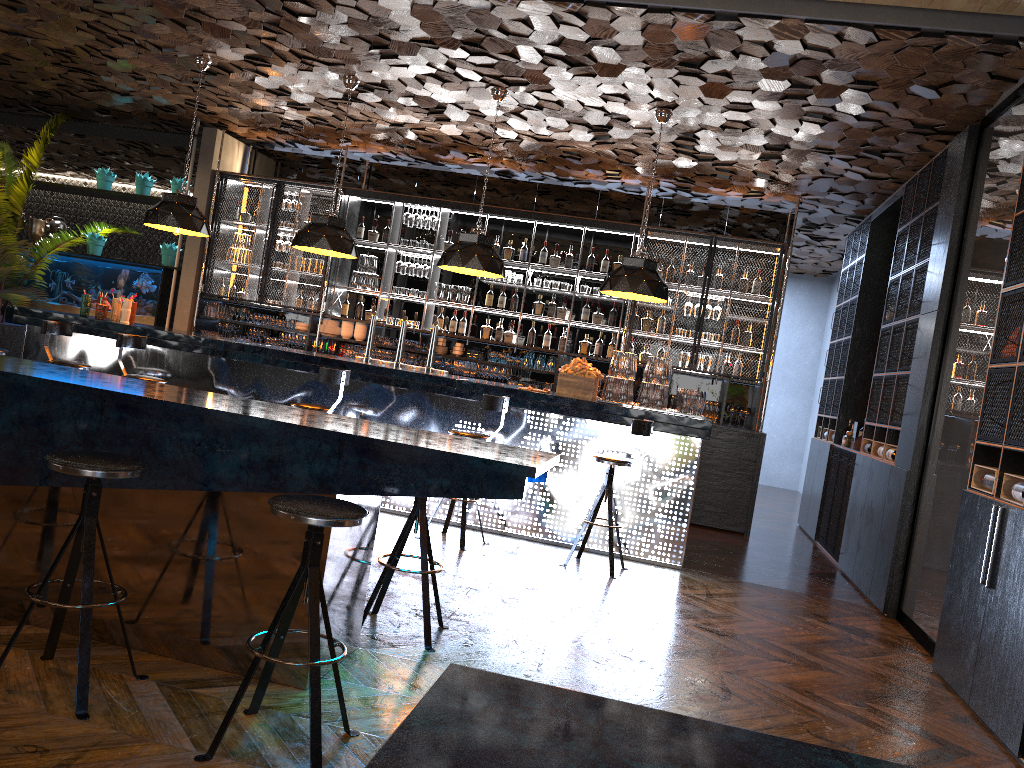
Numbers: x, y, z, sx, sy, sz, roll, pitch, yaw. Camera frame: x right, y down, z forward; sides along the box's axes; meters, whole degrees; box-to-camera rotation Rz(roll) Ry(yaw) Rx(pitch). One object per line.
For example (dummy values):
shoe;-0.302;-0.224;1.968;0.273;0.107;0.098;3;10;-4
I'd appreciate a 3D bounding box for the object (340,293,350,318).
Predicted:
object;-1.989;-0.934;10.608;0.086;0.299;0.086;8;1;-31

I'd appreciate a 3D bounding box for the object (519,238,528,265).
object;0.141;-1.530;10.232;0.086;0.298;0.086;8;1;-31

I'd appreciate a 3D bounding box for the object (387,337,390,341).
object;-1.500;-0.513;10.580;0.089;0.100;0.100;9;1;4

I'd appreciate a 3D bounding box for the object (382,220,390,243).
object;-1.483;-1.799;10.519;0.086;0.299;0.086;8;1;-31

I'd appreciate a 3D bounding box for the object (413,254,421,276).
object;-1.106;-1.393;10.352;0.092;0.244;0.092;8;1;-29

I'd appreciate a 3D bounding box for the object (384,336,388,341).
object;-1.522;-0.515;10.482;0.100;0.100;0.089;8;2;-38

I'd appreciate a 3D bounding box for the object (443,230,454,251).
object;-0.733;-1.657;10.380;0.123;0.279;0.123;9;1;-1

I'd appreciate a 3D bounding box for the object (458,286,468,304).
object;-0.570;-1.025;10.284;0.105;0.209;0.105;8;2;-35

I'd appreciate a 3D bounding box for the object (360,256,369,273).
object;-1.770;-1.437;10.669;0.105;0.209;0.105;8;2;-35

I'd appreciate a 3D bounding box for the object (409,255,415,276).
object;-1.173;-1.408;10.531;0.092;0.244;0.092;8;1;-29

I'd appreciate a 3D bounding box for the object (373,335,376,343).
object;-1.634;-0.529;10.322;0.100;0.100;0.089;9;1;15

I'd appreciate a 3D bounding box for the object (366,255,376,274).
object;-1.670;-1.418;10.546;0.105;0.209;0.105;8;2;-35

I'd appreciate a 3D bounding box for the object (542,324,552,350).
object;0.410;-0.540;10.170;0.086;0.298;0.086;8;1;-31

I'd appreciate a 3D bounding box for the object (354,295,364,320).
object;-1.808;-0.905;10.543;0.086;0.297;0.086;10;2;44

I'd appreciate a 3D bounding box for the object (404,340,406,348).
object;-1.268;-0.473;10.422;0.093;0.099;0.093;9;1;-2

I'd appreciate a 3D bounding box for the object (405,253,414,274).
object;-1.202;-1.409;10.369;0.092;0.244;0.092;8;1;-29

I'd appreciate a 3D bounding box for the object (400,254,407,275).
object;-1.280;-1.425;10.551;0.092;0.244;0.092;8;1;-29

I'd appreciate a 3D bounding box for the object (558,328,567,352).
object;0.585;-0.503;10.131;0.083;0.282;0.083;9;1;-5

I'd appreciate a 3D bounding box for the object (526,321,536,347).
object;0.229;-0.569;10.170;0.086;0.297;0.086;10;2;44

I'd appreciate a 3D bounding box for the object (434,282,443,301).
object;-0.861;-1.073;10.334;0.105;0.209;0.105;8;2;-35

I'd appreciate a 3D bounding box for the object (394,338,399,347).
object;-1.362;-0.490;10.494;0.109;0.100;0.109;9;1;-7

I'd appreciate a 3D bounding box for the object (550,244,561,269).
object;0.499;-1.461;10.139;0.123;0.279;0.123;9;1;-1

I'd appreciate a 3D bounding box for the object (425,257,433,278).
object;-0.976;-1.375;10.495;0.092;0.244;0.092;8;1;-29

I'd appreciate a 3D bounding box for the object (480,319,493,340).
object;-0.292;-0.629;10.290;0.151;0.248;0.094;9;1;-1

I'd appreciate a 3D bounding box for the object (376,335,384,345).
object;-1.544;-0.515;10.362;0.100;0.100;0.089;8;2;-43

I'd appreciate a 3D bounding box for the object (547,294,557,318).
object;0.463;-0.891;10.156;0.083;0.282;0.083;9;1;10

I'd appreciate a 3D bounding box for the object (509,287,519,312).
object;0.034;-0.970;10.237;0.086;0.297;0.086;8;1;-31

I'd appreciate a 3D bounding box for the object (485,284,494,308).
object;-0.254;-1.017;10.293;0.086;0.299;0.086;8;1;-31

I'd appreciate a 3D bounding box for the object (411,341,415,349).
object;-1.182;-0.458;10.355;0.093;0.099;0.093;9;1;-18

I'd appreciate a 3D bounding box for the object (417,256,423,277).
object;-1.077;-1.392;10.514;0.092;0.244;0.092;8;1;-29

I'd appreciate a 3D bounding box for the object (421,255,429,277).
object;-1.005;-1.377;10.333;0.092;0.244;0.092;8;1;-29

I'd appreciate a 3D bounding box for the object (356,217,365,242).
object;-1.802;-1.852;10.606;0.086;0.298;0.086;8;1;-31

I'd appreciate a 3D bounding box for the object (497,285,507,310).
object;-0.108;-0.994;10.292;0.086;0.298;0.086;8;1;-31

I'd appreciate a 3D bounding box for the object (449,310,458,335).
object;-0.680;-0.721;10.394;0.086;0.298;0.086;8;1;-31

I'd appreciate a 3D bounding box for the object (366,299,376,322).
object;-1.655;-0.869;10.527;0.123;0.279;0.123;10;1;24

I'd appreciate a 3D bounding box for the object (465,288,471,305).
object;-0.539;-1.022;10.388;0.105;0.209;0.105;8;2;-35

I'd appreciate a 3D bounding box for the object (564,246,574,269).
object;0.658;-1.437;10.124;0.083;0.282;0.083;9;1;10

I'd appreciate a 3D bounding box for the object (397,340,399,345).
object;-1.287;-0.474;10.315;0.093;0.099;0.093;10;1;27

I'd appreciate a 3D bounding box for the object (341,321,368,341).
object;-1.863;-0.628;10.447;0.309;0.216;0.149;9;1;8

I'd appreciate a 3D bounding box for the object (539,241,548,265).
object;0.367;-1.494;10.185;0.086;0.298;0.086;8;1;-31

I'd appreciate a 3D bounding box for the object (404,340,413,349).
object;-1.197;-0.458;10.251;0.093;0.099;0.093;10;1;30

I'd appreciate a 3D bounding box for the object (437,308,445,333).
object;-0.838;-0.745;10.397;0.086;0.299;0.086;8;1;-31

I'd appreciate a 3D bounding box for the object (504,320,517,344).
object;-0.008;-0.598;10.225;0.123;0.279;0.123;10;1;24

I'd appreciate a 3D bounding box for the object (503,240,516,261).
object;-0.033;-1.533;10.249;0.151;0.248;0.094;9;1;14

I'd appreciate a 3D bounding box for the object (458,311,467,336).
object;-0.569;-0.701;10.350;0.086;0.298;0.086;8;1;-31

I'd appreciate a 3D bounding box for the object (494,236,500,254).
object;-0.186;-1.576;10.278;0.083;0.282;0.083;9;1;-5

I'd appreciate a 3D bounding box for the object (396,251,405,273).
object;-1.309;-1.427;10.389;0.092;0.244;0.092;8;1;-29

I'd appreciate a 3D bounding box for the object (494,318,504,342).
object;-0.139;-0.622;10.263;0.083;0.282;0.083;9;1;10

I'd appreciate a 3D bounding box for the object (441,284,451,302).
object;-0.779;-1.062;10.436;0.105;0.209;0.105;8;2;-35

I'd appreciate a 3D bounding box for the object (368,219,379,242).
object;-1.639;-1.813;10.530;0.123;0.279;0.123;9;1;-1

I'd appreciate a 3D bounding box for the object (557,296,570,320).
object;0.594;-0.867;10.118;0.123;0.279;0.123;10;1;24

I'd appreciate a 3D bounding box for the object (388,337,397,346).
object;-1.390;-0.491;10.338;0.109;0.100;0.109;9;1;-7

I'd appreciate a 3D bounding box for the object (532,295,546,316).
object;0.310;-0.898;10.183;0.151;0.248;0.094;9;1;-1

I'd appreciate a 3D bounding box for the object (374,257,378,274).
object;-1.658;-1.419;10.636;0.105;0.209;0.105;8;2;-35

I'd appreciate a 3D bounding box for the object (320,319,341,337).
object;-2.159;-0.667;10.535;0.306;0.195;0.300;9;1;11

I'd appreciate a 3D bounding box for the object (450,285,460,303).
object;-0.671;-1.042;10.327;0.105;0.209;0.105;8;2;-35
